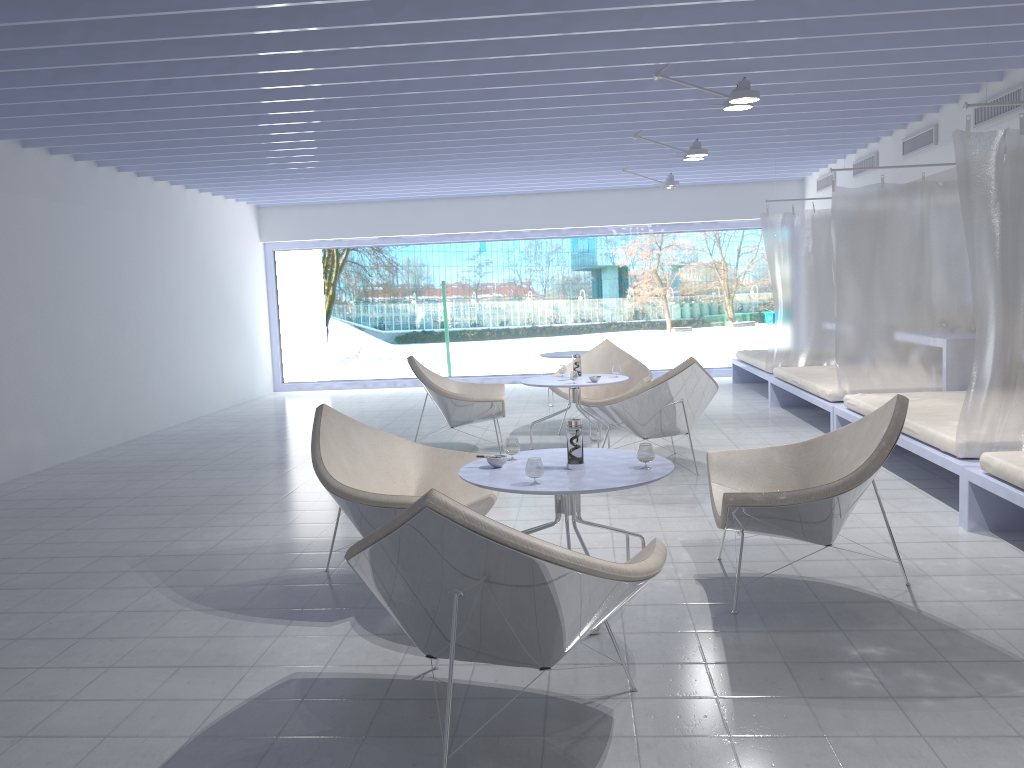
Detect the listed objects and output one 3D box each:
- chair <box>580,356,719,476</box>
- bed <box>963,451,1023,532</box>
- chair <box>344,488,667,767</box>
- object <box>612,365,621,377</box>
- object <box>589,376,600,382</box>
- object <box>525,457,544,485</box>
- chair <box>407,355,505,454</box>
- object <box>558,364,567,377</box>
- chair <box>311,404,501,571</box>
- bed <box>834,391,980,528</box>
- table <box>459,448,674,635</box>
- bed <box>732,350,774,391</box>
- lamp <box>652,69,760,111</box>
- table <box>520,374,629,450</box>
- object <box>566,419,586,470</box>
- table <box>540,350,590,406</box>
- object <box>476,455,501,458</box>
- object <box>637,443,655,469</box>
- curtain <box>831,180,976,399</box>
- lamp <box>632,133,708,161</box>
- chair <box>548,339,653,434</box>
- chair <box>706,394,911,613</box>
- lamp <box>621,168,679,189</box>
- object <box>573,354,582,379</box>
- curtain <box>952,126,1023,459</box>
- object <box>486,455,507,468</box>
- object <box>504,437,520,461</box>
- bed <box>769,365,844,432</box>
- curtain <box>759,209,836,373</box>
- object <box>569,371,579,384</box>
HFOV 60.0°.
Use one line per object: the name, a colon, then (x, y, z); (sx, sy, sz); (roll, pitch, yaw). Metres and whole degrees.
chair: (1.012, 0.178, 5.945); (0.906, 0.759, 0.753); (-5, 7, -25)
bed: (3.053, 0.563, 3.035); (2.016, 0.427, 2.200); (-2, 6, 5)
chair: (-0.064, 0.587, 2.438); (0.906, 0.759, 0.753); (0, 6, 19)
object: (0.796, -0.098, 6.756); (0.068, 0.091, 0.068); (-3, 6, -3)
object: (0.602, -0.035, 6.466); (0.082, 0.043, 0.082); (-5, 7, -27)
object: (0.081, 0.308, 3.137); (0.068, 0.091, 0.068); (-3, 6, -5)
chair: (-0.429, 0.142, 6.874); (0.753, 0.759, 0.906); (-2, 6, 0)
object: (0.398, -0.107, 7.000); (0.068, 0.091, 0.068); (1, 7, 27)
chair: (-0.509, 0.463, 3.818); (0.753, 0.759, 0.906); (0, 6, 22)
bed: (3.243, 0.330, 5.224); (2.022, 0.422, 2.200); (-2, 6, 5)
table: (0.218, 0.585, 3.444); (0.825, 0.534, 0.823); (-4, 6, -18)
bed: (3.589, -0.139, 9.602); (2.022, 0.422, 2.200); (-2, 6, 5)
lamp: (1.116, -1.722, 5.146); (0.587, 0.218, 0.380); (-2, 6, 5)
table: (0.483, 0.229, 6.766); (0.825, 0.534, 0.823); (-3, 6, -4)
object: (0.240, 0.229, 3.381); (0.075, 0.185, 0.075); (-6, 7, -32)
table: (0.715, -0.061, 9.465); (0.823, 0.534, 0.825); (-7, 8, -38)
object: (-0.090, 0.285, 3.468); (0.098, 0.016, 0.012); (-2, 6, 4)
object: (0.503, 0.270, 3.334); (0.068, 0.091, 0.068); (-3, 6, -5)
curtain: (3.267, -0.654, 6.223); (1.998, 1.559, 0.125); (-2, 6, 3)
lamp: (1.280, -1.943, 7.218); (0.587, 0.218, 0.380); (-2, 6, 5)
chair: (0.786, 0.004, 7.712); (0.906, 0.759, 0.753); (-1, 6, 15)
chair: (1.184, 0.424, 3.513); (0.753, 0.759, 0.906); (-1, 6, 9)
lamp: (1.445, -2.167, 9.309); (0.587, 0.218, 0.380); (-2, 6, 5)
object: (0.495, -0.133, 6.750); (0.075, 0.189, 0.075); (-3, 6, -4)
curtain: (3.053, -0.440, 4.045); (2.050, 1.552, 0.151); (-2, 6, 5)
object: (-0.058, 0.304, 3.463); (0.082, 0.043, 0.082); (-2, 6, 6)
object: (0.000, 0.263, 3.604); (0.068, 0.091, 0.068); (-3, 6, -5)
bed: (3.400, 0.094, 7.412); (2.016, 0.427, 2.200); (-2, 6, 5)
curtain: (3.400, -0.909, 8.424); (2.050, 1.552, 0.151); (-2, 6, 5)
object: (0.449, -0.050, 6.434); (0.068, 0.091, 0.068); (1, 7, 33)
